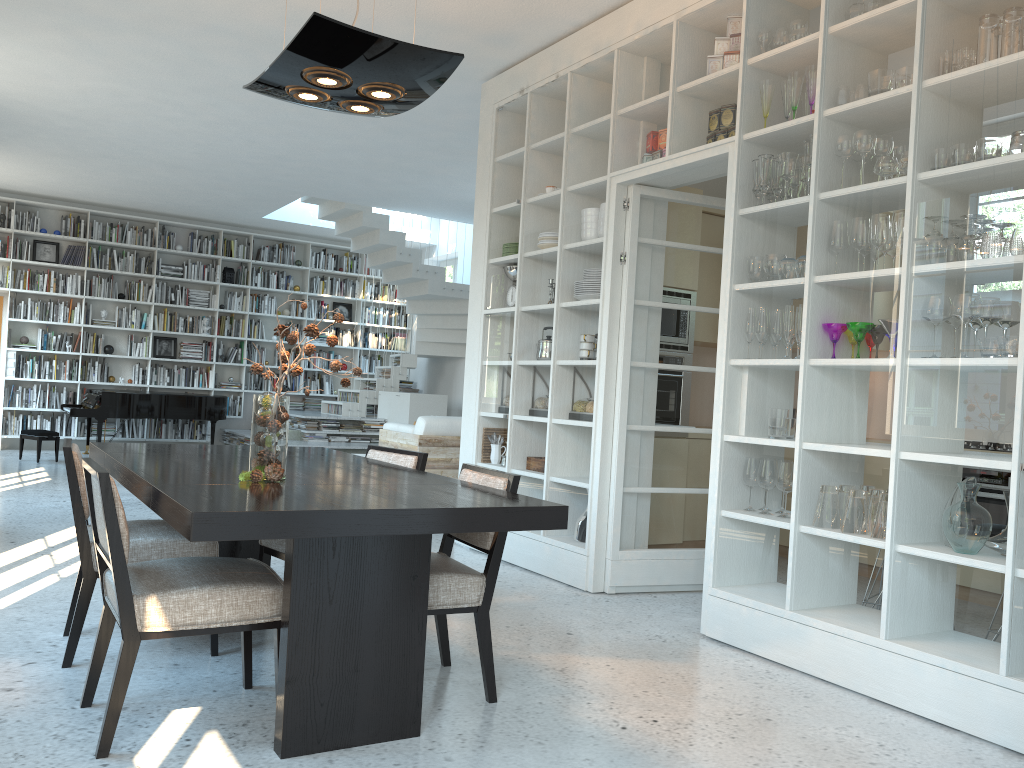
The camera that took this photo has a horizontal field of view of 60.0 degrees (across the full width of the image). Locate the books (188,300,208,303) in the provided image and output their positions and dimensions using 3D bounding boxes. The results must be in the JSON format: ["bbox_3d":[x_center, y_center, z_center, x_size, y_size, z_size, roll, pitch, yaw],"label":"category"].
[{"bbox_3d":[-4.377,-1.148,12.343,0.254,0.012,0.161,4,-1,-29],"label":"books"}]

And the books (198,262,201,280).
[{"bbox_3d":[-4.357,-1.558,12.330,0.023,0.269,0.184,3,0,-31],"label":"books"}]

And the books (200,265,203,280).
[{"bbox_3d":[-4.335,-1.533,12.334,0.023,0.223,0.190,3,0,-31],"label":"books"}]

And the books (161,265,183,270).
[{"bbox_3d":[-4.669,-1.590,12.151,0.285,0.024,0.159,4,-1,-29],"label":"books"}]

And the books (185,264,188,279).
[{"bbox_3d":[-4.511,-1.545,12.267,0.024,0.223,0.128,3,0,-31],"label":"books"}]

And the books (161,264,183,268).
[{"bbox_3d":[-4.670,-1.614,12.155,0.285,0.024,0.159,4,-1,-31],"label":"books"}]

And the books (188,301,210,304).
[{"bbox_3d":[-4.376,-1.136,12.341,0.285,0.012,0.159,4,-1,-34],"label":"books"}]

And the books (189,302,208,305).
[{"bbox_3d":[-4.381,-1.112,12.347,0.254,0.012,0.161,4,-1,-31],"label":"books"}]

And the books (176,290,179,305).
[{"bbox_3d":[-4.608,-1.181,12.196,0.024,0.216,0.148,3,0,-31],"label":"books"}]

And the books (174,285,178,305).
[{"bbox_3d":[-4.629,-1.216,12.189,0.022,0.285,0.130,3,0,-31],"label":"books"}]

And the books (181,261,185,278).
[{"bbox_3d":[-4.534,-1.562,12.224,0.012,0.254,0.161,3,0,-31],"label":"books"}]

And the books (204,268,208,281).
[{"bbox_3d":[-4.286,-1.512,12.366,0.029,0.188,0.176,3,0,-31],"label":"books"}]

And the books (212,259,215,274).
[{"bbox_3d":[-4.193,-1.579,12.432,0.012,0.334,0.155,3,0,-31],"label":"books"}]

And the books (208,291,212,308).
[{"bbox_3d":[-4.233,-1.174,12.412,0.012,0.254,0.161,3,0,-31],"label":"books"}]

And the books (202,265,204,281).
[{"bbox_3d":[-4.317,-1.535,12.359,0.010,0.230,0.152,3,0,-31],"label":"books"}]

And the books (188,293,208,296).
[{"bbox_3d":[-4.368,-1.245,12.337,0.254,0.012,0.161,4,-1,-26],"label":"books"}]

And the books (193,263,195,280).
[{"bbox_3d":[-4.427,-1.550,12.300,0.012,0.244,0.131,3,0,-31],"label":"books"}]

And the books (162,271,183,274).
[{"bbox_3d":[-4.674,-1.523,12.150,0.285,0.012,0.159,4,-1,-33],"label":"books"}]

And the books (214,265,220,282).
[{"bbox_3d":[-4.133,-1.527,12.395,0.037,0.237,0.272,3,0,-31],"label":"books"}]

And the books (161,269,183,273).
[{"bbox_3d":[-4.668,-1.540,12.145,0.285,0.024,0.159,4,-1,-26],"label":"books"}]

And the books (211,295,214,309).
[{"bbox_3d":[-4.214,-1.145,12.440,0.030,0.198,0.172,3,0,-31],"label":"books"}]

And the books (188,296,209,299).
[{"bbox_3d":[-4.373,-1.196,12.341,0.285,0.012,0.159,4,-1,-28],"label":"books"}]

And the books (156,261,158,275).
[{"bbox_3d":[-4.833,-1.556,12.034,0.027,0.201,0.167,3,0,-31],"label":"books"}]

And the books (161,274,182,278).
[{"bbox_3d":[-4.676,-1.474,12.148,0.285,0.012,0.159,4,-1,-28],"label":"books"}]

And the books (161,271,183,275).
[{"bbox_3d":[-4.673,-1.511,12.148,0.285,0.012,0.159,4,-1,-34],"label":"books"}]

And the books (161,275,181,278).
[{"bbox_3d":[-4.675,-1.462,12.146,0.254,0.012,0.161,4,-1,-27],"label":"books"}]

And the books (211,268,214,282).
[{"bbox_3d":[-4.210,-1.514,12.414,0.029,0.202,0.191,3,0,-31],"label":"books"}]

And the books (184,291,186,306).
[{"bbox_3d":[-4.537,-1.176,12.243,0.024,0.216,0.132,3,0,-31],"label":"books"}]

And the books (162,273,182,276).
[{"bbox_3d":[-4.674,-1.499,12.148,0.254,0.012,0.161,4,-1,-34],"label":"books"}]

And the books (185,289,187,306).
[{"bbox_3d":[-4.515,-1.189,12.246,0.015,0.245,0.183,3,0,-31],"label":"books"}]

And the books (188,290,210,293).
[{"bbox_3d":[-4.365,-1.283,12.337,0.285,0.012,0.159,4,-1,-36],"label":"books"}]

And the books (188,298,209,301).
[{"bbox_3d":[-4.377,-1.172,12.345,0.285,0.012,0.159,4,-1,-30],"label":"books"}]

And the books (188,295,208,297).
[{"bbox_3d":[-4.372,-1.221,12.343,0.254,0.012,0.161,4,-1,-29],"label":"books"}]

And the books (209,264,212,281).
[{"bbox_3d":[-4.240,-1.546,12.411,0.029,0.261,0.133,3,0,-31],"label":"books"}]

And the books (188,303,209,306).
[{"bbox_3d":[-4.380,-1.100,12.345,0.285,0.012,0.159,4,-1,-30],"label":"books"}]

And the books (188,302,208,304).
[{"bbox_3d":[-4.379,-1.124,12.345,0.254,0.012,0.161,4,-1,-32],"label":"books"}]

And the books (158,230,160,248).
[{"bbox_3d":[-4.810,-1.948,12.035,0.026,0.253,0.185,3,0,-31],"label":"books"}]

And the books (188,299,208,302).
[{"bbox_3d":[-4.376,-1.160,12.343,0.254,0.012,0.161,4,-1,-33],"label":"books"}]

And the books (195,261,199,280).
[{"bbox_3d":[-4.390,-1.562,12.334,0.029,0.273,0.140,3,0,-31],"label":"books"}]

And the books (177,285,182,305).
[{"bbox_3d":[-4.583,-1.216,12.212,0.049,0.291,0.162,3,0,-31],"label":"books"}]

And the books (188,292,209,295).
[{"bbox_3d":[-4.370,-1.259,12.343,0.254,0.012,0.161,4,-1,-29],"label":"books"}]

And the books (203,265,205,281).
[{"bbox_3d":[-4.304,-1.535,12.359,0.012,0.230,0.158,3,0,-31],"label":"books"}]

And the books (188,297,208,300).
[{"bbox_3d":[-4.376,-1.184,12.345,0.254,0.012,0.161,4,-1,-30],"label":"books"}]

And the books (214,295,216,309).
[{"bbox_3d":[-4.191,-1.147,12.460,0.030,0.205,0.158,3,0,-31],"label":"books"}]

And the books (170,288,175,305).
[{"bbox_3d":[-4.662,-1.194,12.156,0.066,0.236,0.153,3,0,-31],"label":"books"}]

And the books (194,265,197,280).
[{"bbox_3d":[-4.406,-1.536,12.302,0.028,0.219,0.183,3,0,-31],"label":"books"}]

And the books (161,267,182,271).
[{"bbox_3d":[-4.668,-1.565,12.147,0.254,0.025,0.161,4,-1,-35],"label":"books"}]

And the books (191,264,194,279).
[{"bbox_3d":[-4.438,-1.537,12.279,0.027,0.216,0.190,3,0,-31],"label":"books"}]

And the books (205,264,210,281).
[{"bbox_3d":[-4.258,-1.541,12.381,0.032,0.248,0.173,3,0,-31],"label":"books"}]

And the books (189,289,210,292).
[{"bbox_3d":[-4.368,-1.295,12.343,0.285,0.012,0.159,4,-1,-29],"label":"books"}]

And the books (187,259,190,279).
[{"bbox_3d":[-4.472,-1.573,12.241,0.011,0.284,0.190,3,0,-31],"label":"books"}]

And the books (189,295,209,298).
[{"bbox_3d":[-4.372,-1.208,12.341,0.254,0.012,0.161,4,-1,-34],"label":"books"}]

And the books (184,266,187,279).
[{"bbox_3d":[-4.517,-1.528,12.229,0.025,0.187,0.193,3,0,-31],"label":"books"}]

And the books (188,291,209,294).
[{"bbox_3d":[-4.372,-1.271,12.346,0.254,0.012,0.161,4,-1,-31],"label":"books"}]

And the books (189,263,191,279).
[{"bbox_3d":[-4.468,-1.549,12.263,0.021,0.237,0.171,3,0,-31],"label":"books"}]

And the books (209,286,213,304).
[{"bbox_3d":[-4.229,-1.206,12.432,0.012,0.319,0.139,3,0,-31],"label":"books"}]

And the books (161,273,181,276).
[{"bbox_3d":[-4.673,-1.486,12.144,0.254,0.012,0.161,4,-1,-26],"label":"books"}]

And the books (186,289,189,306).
[{"bbox_3d":[-4.497,-1.188,12.243,0.013,0.247,0.176,3,0,-31],"label":"books"}]

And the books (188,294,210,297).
[{"bbox_3d":[-4.373,-1.233,12.345,0.285,0.012,0.159,4,-1,-32],"label":"books"}]

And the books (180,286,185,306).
[{"bbox_3d":[-4.547,-1.203,12.219,0.021,0.269,0.191,3,0,-31],"label":"books"}]
